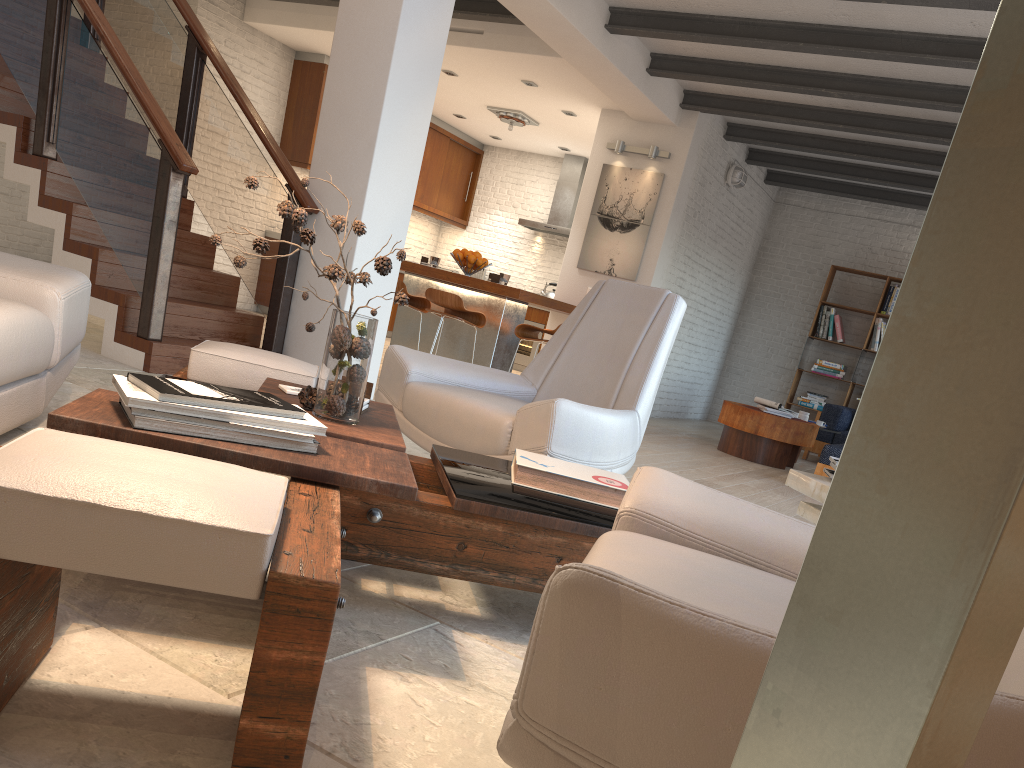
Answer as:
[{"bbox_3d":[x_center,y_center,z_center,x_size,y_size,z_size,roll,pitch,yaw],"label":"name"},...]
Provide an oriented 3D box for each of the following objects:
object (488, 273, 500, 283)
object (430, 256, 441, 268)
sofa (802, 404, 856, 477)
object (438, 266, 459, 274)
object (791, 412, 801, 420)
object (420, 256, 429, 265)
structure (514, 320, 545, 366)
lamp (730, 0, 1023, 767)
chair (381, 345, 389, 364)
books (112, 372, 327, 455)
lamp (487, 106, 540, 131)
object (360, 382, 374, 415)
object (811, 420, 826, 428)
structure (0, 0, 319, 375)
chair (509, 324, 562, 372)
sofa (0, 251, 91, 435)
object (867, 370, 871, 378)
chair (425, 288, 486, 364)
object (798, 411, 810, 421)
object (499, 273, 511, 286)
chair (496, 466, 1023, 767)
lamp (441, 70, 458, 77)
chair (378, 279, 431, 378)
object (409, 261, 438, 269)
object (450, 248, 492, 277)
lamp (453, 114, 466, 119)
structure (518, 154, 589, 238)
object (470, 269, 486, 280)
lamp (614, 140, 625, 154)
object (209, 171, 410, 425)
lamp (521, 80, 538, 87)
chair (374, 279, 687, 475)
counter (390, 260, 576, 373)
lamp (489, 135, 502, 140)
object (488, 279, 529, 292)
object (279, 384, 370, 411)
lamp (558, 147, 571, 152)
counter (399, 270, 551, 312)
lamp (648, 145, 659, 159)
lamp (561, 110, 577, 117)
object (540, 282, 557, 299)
[{"bbox_3d":[-0.135,-0.856,7.126,0.095,0.085,0.110,11,9,-18],"label":"object"},{"bbox_3d":[-0.646,-1.016,7.281,0.089,0.087,0.090,19,10,24],"label":"object"},{"bbox_3d":[3.658,0.712,8.137,2.029,0.682,3.928,18,6,28],"label":"sofa"},{"bbox_3d":[-0.970,-1.587,12.558,0.336,0.165,0.248,18,8,26],"label":"object"},{"bbox_3d":[2.662,0.294,8.209,0.144,0.057,0.172,16,6,16],"label":"object"},{"bbox_3d":[-0.703,-1.028,7.414,0.112,0.085,0.093,19,10,26],"label":"object"},{"bbox_3d":[0.178,-0.564,11.799,0.653,0.597,0.496,19,11,26],"label":"structure"},{"bbox_3d":[-0.265,-0.559,0.877,0.323,2.427,1.940,7,13,-26],"label":"lamp"},{"bbox_3d":[-1.200,-0.573,7.762,0.412,0.801,0.400,20,14,26],"label":"chair"},{"bbox_3d":[-0.611,0.058,1.829,0.406,0.077,0.239,11,6,-31],"label":"books"},{"bbox_3d":[-0.003,-2.949,9.845,0.439,0.176,0.447,18,7,27],"label":"lamp"},{"bbox_3d":[-0.465,0.031,2.526,0.094,0.085,0.111,14,8,-1],"label":"object"},{"bbox_3d":[3.018,0.392,8.578,0.152,0.059,0.267,17,6,20],"label":"object"},{"bbox_3d":[-0.980,-2.124,5.572,9.910,4.277,13.776,18,7,27],"label":"structure"},{"bbox_3d":[0.239,-0.137,7.048,0.412,0.801,0.400,20,14,26],"label":"chair"},{"bbox_3d":[-1.884,-0.238,1.994,1.154,0.780,2.240,13,6,-12],"label":"sofa"},{"bbox_3d":[4.460,-0.029,10.455,0.405,0.208,0.386,12,7,-21],"label":"object"},{"bbox_3d":[-0.531,-0.318,6.834,0.395,0.801,0.417,20,14,26],"label":"chair"},{"bbox_3d":[2.824,0.323,8.464,0.108,0.111,0.104,4,14,-46],"label":"object"},{"bbox_3d":[-0.063,-0.840,7.005,0.088,0.087,0.091,23,13,41],"label":"object"},{"bbox_3d":[0.585,0.337,1.320,0.974,1.032,1.003,16,10,11],"label":"chair"},{"bbox_3d":[-0.612,-3.107,8.661,0.121,0.057,0.123,18,7,27],"label":"lamp"},{"bbox_3d":[-0.985,-0.456,7.059,0.395,0.801,0.417,20,14,26],"label":"chair"},{"bbox_3d":[-0.701,-0.998,7.354,0.280,0.036,0.204,17,6,27],"label":"object"},{"bbox_3d":[-0.348,-0.994,7.229,0.368,0.229,0.350,13,8,-8],"label":"object"},{"bbox_3d":[-0.636,-3.288,10.649,0.121,0.057,0.123,18,7,27],"label":"lamp"},{"bbox_3d":[0.721,-2.465,11.422,0.962,1.026,0.452,19,14,26],"label":"structure"},{"bbox_3d":[-0.504,-1.563,12.363,0.314,0.388,0.065,19,15,25],"label":"object"},{"bbox_3d":[1.038,-2.284,8.405,0.080,0.108,0.076,7,13,-34],"label":"lamp"},{"bbox_3d":[-0.522,-0.236,2.232,0.543,0.628,0.304,14,12,-3],"label":"object"},{"bbox_3d":[0.172,-2.869,8.271,0.121,0.057,0.123,18,7,27],"label":"lamp"},{"bbox_3d":[0.142,0.029,3.502,0.977,1.050,0.988,4,14,-45],"label":"chair"},{"bbox_3d":[-0.160,-0.402,7.969,1.645,0.950,2.482,18,7,27],"label":"counter"},{"bbox_3d":[-0.210,-3.246,11.424,0.121,0.057,0.123,18,7,27],"label":"lamp"},{"bbox_3d":[-0.052,-0.801,7.042,0.385,0.036,0.197,17,6,30],"label":"object"},{"bbox_3d":[-0.555,0.026,2.602,0.272,0.036,0.241,14,5,-1],"label":"object"},{"bbox_3d":[0.665,-2.980,10.990,0.121,0.057,0.123,18,7,27],"label":"lamp"},{"bbox_3d":[-0.528,-1.184,10.659,3.438,0.072,3.314,17,5,27],"label":"counter"},{"bbox_3d":[1.338,-2.193,8.256,0.080,0.108,0.076,7,13,-34],"label":"lamp"},{"bbox_3d":[0.598,-2.827,9.049,0.121,0.057,0.123,18,7,27],"label":"lamp"},{"bbox_3d":[0.544,-1.191,11.493,0.264,0.284,0.252,6,13,-41],"label":"object"}]
